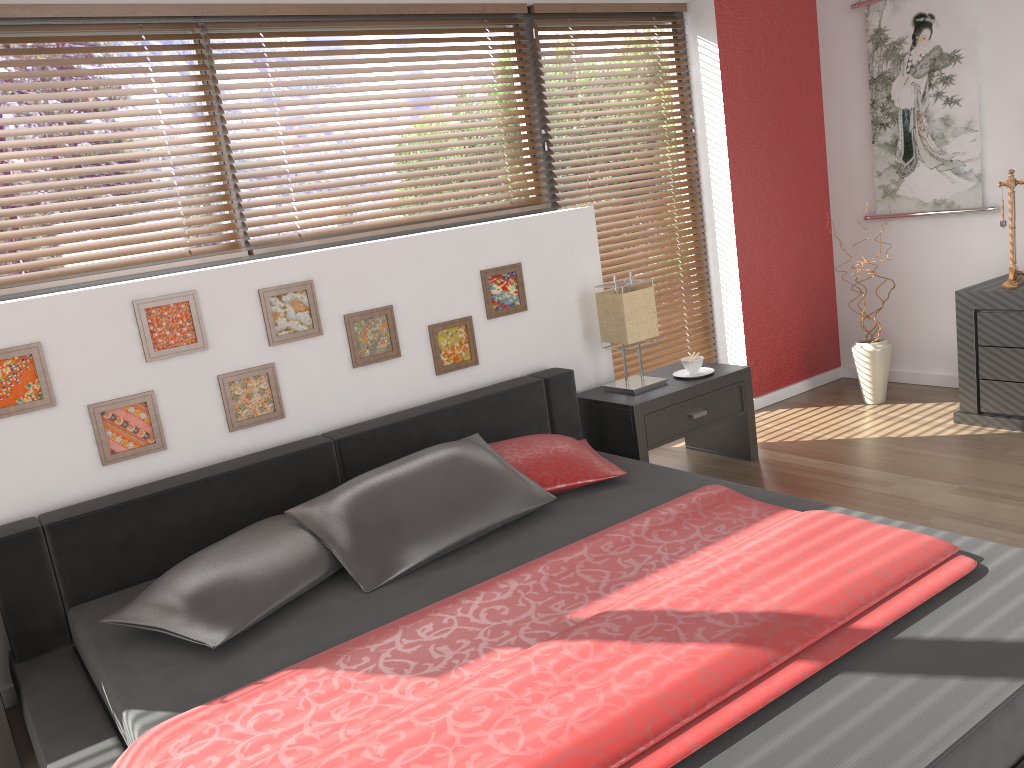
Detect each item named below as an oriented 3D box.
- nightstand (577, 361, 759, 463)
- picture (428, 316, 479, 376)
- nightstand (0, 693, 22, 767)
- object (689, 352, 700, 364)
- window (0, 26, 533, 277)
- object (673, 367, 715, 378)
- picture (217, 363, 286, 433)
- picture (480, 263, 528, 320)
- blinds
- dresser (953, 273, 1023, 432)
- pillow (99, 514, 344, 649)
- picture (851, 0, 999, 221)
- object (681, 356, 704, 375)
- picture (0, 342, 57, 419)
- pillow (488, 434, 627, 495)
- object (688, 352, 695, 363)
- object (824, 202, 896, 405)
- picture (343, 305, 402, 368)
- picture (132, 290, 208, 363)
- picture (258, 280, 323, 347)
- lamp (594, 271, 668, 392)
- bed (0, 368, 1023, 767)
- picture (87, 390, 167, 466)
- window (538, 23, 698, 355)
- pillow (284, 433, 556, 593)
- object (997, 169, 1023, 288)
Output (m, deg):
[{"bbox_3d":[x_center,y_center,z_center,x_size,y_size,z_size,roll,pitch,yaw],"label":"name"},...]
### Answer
[{"bbox_3d":[0.681,0.192,3.891,0.700,0.423,0.413,-16,14,-33],"label":"nightstand"},{"bbox_3d":[-0.230,-0.153,3.514,0.200,0.200,0.010,-16,14,-33],"label":"picture"},{"bbox_3d":[-1.721,0.888,2.276,0.700,0.423,0.413,-16,14,-33],"label":"nightstand"},{"bbox_3d":[0.790,-0.113,3.847,0.007,0.007,0.192,-3,13,25],"label":"object"},{"bbox_3d":[-1.075,-0.901,3.272,2.817,0.786,0.020,-16,14,-33],"label":"window"},{"bbox_3d":[0.794,-0.047,3.877,0.179,0.012,0.179,-10,12,-8],"label":"object"},{"bbox_3d":[-0.898,0.045,3.065,0.200,0.200,0.010,-16,14,-33],"label":"picture"},{"bbox_3d":[-0.031,-0.381,3.629,0.200,0.200,0.010,-16,14,-33],"label":"picture"},{"bbox_3d":[-0.957,-0.334,3.334,4.840,1.952,0.032,-16,14,-33],"label":"blinds"},{"bbox_3d":[2.691,-0.102,3.427,0.540,0.608,1.740,-16,14,-33],"label":"dresser"},{"bbox_3d":[-0.723,0.516,2.526,0.418,0.172,0.745,-1,14,31],"label":"pillow"},{"bbox_3d":[2.019,-1.466,4.377,0.028,1.270,0.701,-16,14,-33],"label":"picture"},{"bbox_3d":[0.789,-0.078,3.870,0.099,0.069,0.099,-10,12,-8],"label":"object"},{"bbox_3d":[-1.491,-0.007,2.642,0.200,0.200,0.010,-16,14,-33],"label":"picture"},{"bbox_3d":[-0.018,0.299,3.065,0.745,0.172,0.418,-11,12,-14],"label":"pillow"},{"bbox_3d":[0.784,-0.117,3.869,0.007,0.007,0.192,-4,13,20],"label":"object"},{"bbox_3d":[1.743,-0.395,4.427,0.364,1.035,0.422,-1,14,31],"label":"object"},{"bbox_3d":[-0.518,-0.178,3.308,0.200,0.200,0.010,-16,14,-33],"label":"picture"},{"bbox_3d":[-1.110,-0.189,2.890,0.200,0.200,0.010,-16,14,-33],"label":"picture"},{"bbox_3d":[-0.776,-0.250,3.119,0.200,0.200,0.010,-16,14,-33],"label":"picture"},{"bbox_3d":[0.496,-0.231,3.764,0.200,0.480,0.200,-16,14,-33],"label":"lamp"},{"bbox_3d":[-0.073,0.587,2.175,2.469,0.577,2.413,-16,14,-33],"label":"bed"},{"bbox_3d":[-1.230,0.140,2.842,0.200,0.200,0.010,-16,14,-33],"label":"picture"},{"bbox_3d":[0.574,-0.831,4.441,0.889,1.893,0.020,-16,14,-33],"label":"window"},{"bbox_3d":[-0.268,0.354,2.724,0.744,0.241,0.386,-18,15,-37],"label":"pillow"},{"bbox_3d":[2.307,-0.673,3.709,0.490,0.498,0.173,2,16,40],"label":"object"}]
